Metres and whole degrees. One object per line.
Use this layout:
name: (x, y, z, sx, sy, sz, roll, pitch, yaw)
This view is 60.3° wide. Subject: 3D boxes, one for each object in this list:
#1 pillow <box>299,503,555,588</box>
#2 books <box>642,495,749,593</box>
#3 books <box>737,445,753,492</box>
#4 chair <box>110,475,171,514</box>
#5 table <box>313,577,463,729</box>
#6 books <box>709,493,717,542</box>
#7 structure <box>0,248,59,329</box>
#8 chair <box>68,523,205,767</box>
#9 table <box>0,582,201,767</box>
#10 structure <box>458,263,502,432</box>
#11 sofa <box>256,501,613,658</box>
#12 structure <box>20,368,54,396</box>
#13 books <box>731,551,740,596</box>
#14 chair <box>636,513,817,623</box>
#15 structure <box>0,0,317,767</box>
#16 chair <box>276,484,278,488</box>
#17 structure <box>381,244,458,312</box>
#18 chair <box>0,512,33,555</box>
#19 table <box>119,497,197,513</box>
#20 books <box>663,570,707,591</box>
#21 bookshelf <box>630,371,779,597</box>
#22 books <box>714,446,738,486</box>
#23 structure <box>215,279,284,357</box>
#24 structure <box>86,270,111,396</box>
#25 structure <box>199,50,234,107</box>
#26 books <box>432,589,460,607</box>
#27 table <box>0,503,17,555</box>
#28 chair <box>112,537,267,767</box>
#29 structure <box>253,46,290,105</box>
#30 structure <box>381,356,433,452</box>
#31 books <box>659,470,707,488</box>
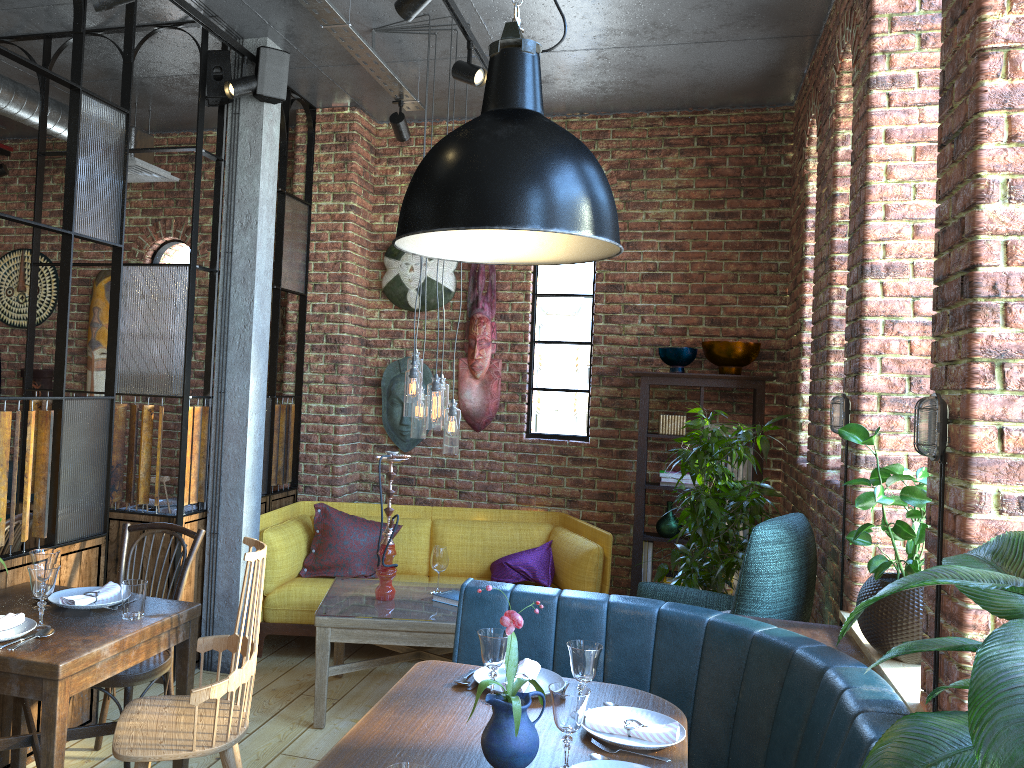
pillow: (-0.492, 0.961, 5.265, 1.505, 0.454, 0.397, 2, -1, 4)
books: (1.074, 0.923, 5.176, 0.600, 0.575, 0.186, 2, -1, 14)
books: (1.349, 0.490, 5.119, 0.081, 0.258, 0.173, 2, -1, 12)
chair: (-1.970, 0.979, 4.759, 0.537, 1.006, 0.449, 2, -1, 0)
table: (-0.442, 1.288, 4.237, 0.936, 0.508, 0.750, 2, -1, -1)
books: (1.192, 0.777, 5.150, 0.087, 0.273, 0.168, 2, -1, 12)
structure: (-3.764, -0.734, 6.770, 0.677, 0.619, 0.077, 2, -1, 14)
chair: (-1.488, 1.032, 3.408, 0.411, 0.915, 0.513, 2, -1, 7)
table: (-1.562, 1.126, 2.886, 0.768, 0.727, 0.733, 2, -1, 13)
structure: (-0.202, -0.253, 5.779, 0.217, 1.147, 0.236, 3, -2, -31)
sofa: (-0.491, 1.161, 5.222, 1.994, 0.763, 0.790, 2, -1, 0)
structure: (-3.609, 0.211, 6.667, 0.267, 0.655, 0.156, 2, -1, 15)
books: (1.323, 1.085, 5.106, 0.086, 0.273, 0.185, 2, -1, 12)
chair: (0.664, 1.039, 3.622, 1.080, 1.098, 0.770, 2, -1, 38)
structure: (-4.076, -0.282, 2.839, 6.019, 3.328, 5.862, 2, -1, -3)
chair: (-1.791, 1.028, 5.889, 0.458, 0.921, 0.524, 2, -1, 35)
structure: (-0.621, -0.743, 5.862, 0.544, 0.521, 0.143, 2, -1, 15)
chair: (-2.352, 0.996, 3.718, 0.521, 0.915, 0.405, 2, -1, -1)
table: (-1.940, 1.118, 5.319, 0.768, 0.727, 0.733, 2, -1, 13)
books: (1.046, 1.165, 5.150, 0.311, 0.088, 0.238, 2, 0, 16)
bookshelf: (1.083, 0.776, 5.173, 0.837, 1.668, 0.309, 2, -1, 15)
books: (1.250, 0.486, 5.156, 0.127, 0.258, 0.159, 2, -1, 13)
structure: (-1.890, -0.465, 6.215, 0.603, 0.727, 0.124, 2, -1, 15)
structure: (-3.070, -0.297, 6.541, 0.237, 1.121, 0.091, 2, -1, 15)
structure: (-1.547, -1.597, 4.615, 0.181, 0.268, 0.169, 3, -1, -14)
books: (-0.226, 1.029, 4.197, 0.286, 0.028, 0.153, 2, 0, 38)
table: (-3.760, 1.102, 5.739, 0.762, 0.603, 0.726, 2, -1, 13)
chair: (-1.017, 1.014, 2.801, 0.441, 1.006, 0.547, 3, -1, -15)
structure: (-1.249, -1.584, 4.529, 0.158, 0.268, 0.193, 3, -1, -36)
structure: (-0.702, 0.136, 5.850, 0.377, 0.640, 0.101, 2, -1, 16)
books: (1.008, 0.564, 5.202, 0.276, 0.080, 0.174, 2, 0, 14)
